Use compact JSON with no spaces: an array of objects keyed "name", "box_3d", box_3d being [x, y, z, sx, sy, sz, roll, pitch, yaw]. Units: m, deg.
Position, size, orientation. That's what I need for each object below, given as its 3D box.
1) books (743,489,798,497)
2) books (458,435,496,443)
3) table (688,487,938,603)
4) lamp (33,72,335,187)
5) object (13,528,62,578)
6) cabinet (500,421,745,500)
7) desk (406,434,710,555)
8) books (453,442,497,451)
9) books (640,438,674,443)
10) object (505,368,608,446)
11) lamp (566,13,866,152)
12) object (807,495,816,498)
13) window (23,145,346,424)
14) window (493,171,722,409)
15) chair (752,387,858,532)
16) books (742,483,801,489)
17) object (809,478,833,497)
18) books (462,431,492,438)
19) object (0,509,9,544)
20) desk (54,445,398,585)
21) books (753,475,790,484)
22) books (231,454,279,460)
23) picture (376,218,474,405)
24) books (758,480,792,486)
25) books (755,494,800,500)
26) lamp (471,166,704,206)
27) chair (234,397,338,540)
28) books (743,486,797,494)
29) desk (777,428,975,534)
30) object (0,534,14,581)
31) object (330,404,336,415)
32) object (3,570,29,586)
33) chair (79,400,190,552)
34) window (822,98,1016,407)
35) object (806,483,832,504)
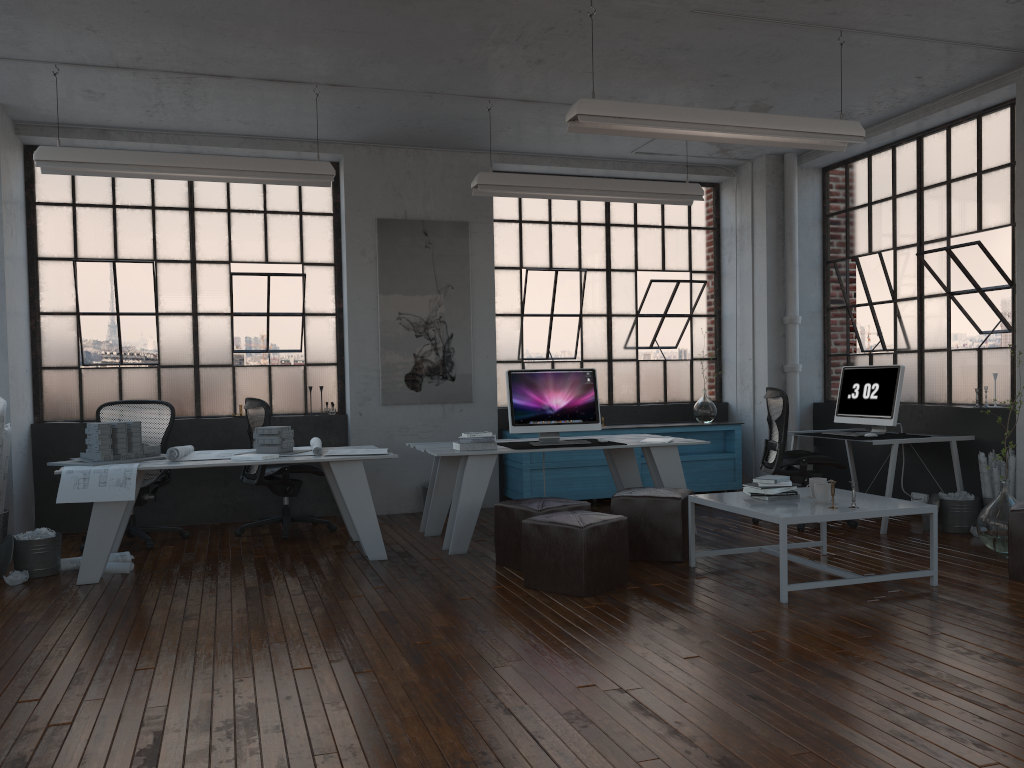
[{"name":"books","box_3d":[1.537,0.644,5.289,0.274,0.025,0.210,-1,0,2]},{"name":"books","box_3d":[-0.245,0.389,6.260,0.257,0.044,0.193,-1,0,2]},{"name":"table","box_3d":[1.715,0.898,5.173,0.991,0.445,0.972,-1,1,-18]},{"name":"lamp","box_3d":[-2.144,-1.693,5.920,1.877,0.629,0.202,-1,2,-18]},{"name":"object","box_3d":[-3.026,1.064,5.649,0.290,0.294,0.290,-1,1,23]},{"name":"cabinet","box_3d":[1.063,0.762,8.459,2.262,0.733,0.626,-1,1,-18]},{"name":"desk","box_3d":[0.325,0.794,6.770,2.076,0.705,1.074,-1,1,-18]},{"name":"books","box_3d":[-0.264,0.436,6.280,0.271,0.050,0.200,-1,0,-18]},{"name":"books","box_3d":[1.085,0.423,6.633,0.205,0.019,0.243,-1,0,22]},{"name":"object","box_3d":[0.336,0.163,6.589,0.714,0.553,0.377,-1,1,-16]},{"name":"lamp","box_3d":[1.208,-1.737,5.120,1.877,0.629,0.202,-1,2,-18]},{"name":"object","box_3d":[1.822,0.671,5.265,0.137,0.003,0.137,-1,0,3]},{"name":"window","box_3d":[-2.749,-0.831,7.665,2.590,2.393,0.669,-1,2,-18]},{"name":"window","box_3d":[0.969,-0.912,8.863,2.590,2.393,0.669,-1,2,-18]},{"name":"chair","box_3d":[2.295,0.560,7.029,0.792,1.086,0.770,-1,1,-14]},{"name":"books","box_3d":[1.547,0.603,5.286,0.275,0.014,0.200,-1,0,-18]},{"name":"object","box_3d":[1.832,0.616,5.267,0.129,0.109,0.100,-1,1,-9]},{"name":"books","box_3d":[-0.248,0.357,6.274,0.185,0.030,0.153,-1,0,-17]},{"name":"object","box_3d":[-3.419,1.024,5.687,0.354,0.398,0.354,-1,1,-11]},{"name":"desk","box_3d":[-1.882,0.839,6.058,2.056,0.698,1.064,-1,1,-18]},{"name":"books","box_3d":[1.536,0.565,5.251,0.141,0.026,0.202,-1,0,42]},{"name":"books","box_3d":[-1.691,0.481,5.845,0.235,0.024,0.200,-1,0,18]},{"name":"picture","box_3d":[-0.776,-0.646,7.964,0.853,1.652,0.025,-2,2,-18]},{"name":"books","box_3d":[1.557,0.587,5.257,0.185,0.026,0.125,-1,0,12]},{"name":"books","box_3d":[1.572,0.667,5.287,0.218,0.028,0.171,-1,0,-18]},{"name":"lamp","box_3d":[0.609,-1.529,6.813,1.877,0.205,0.202,-1,1,-18]},{"name":"chair","box_3d":[-1.847,0.643,7.120,0.770,1.086,0.792,0,2,41]},{"name":"books","box_3d":[1.538,0.621,5.287,0.272,0.031,0.200,-1,0,-43]},{"name":"desk","box_3d":[2.877,0.747,7.161,0.933,0.689,1.226,-1,1,-18]},{"name":"object","box_3d":[-3.167,1.079,5.510,0.107,0.281,0.293,-3,2,-44]},{"name":"object","box_3d":[-1.615,0.225,7.999,0.058,0.102,0.032,-1,2,17]},{"name":"object","box_3d":[-3.005,1.176,5.372,0.135,0.084,0.108,-2,1,-27]},{"name":"chair","box_3d":[-2.865,0.665,6.722,0.770,1.086,0.792,-2,1,-24]},{"name":"window","box_3d":[3.442,-0.954,7.460,0.669,2.393,2.589,-2,1,-18]},{"name":"object","box_3d":[1.743,0.619,5.000,0.129,0.109,0.100,-1,1,-9]}]
